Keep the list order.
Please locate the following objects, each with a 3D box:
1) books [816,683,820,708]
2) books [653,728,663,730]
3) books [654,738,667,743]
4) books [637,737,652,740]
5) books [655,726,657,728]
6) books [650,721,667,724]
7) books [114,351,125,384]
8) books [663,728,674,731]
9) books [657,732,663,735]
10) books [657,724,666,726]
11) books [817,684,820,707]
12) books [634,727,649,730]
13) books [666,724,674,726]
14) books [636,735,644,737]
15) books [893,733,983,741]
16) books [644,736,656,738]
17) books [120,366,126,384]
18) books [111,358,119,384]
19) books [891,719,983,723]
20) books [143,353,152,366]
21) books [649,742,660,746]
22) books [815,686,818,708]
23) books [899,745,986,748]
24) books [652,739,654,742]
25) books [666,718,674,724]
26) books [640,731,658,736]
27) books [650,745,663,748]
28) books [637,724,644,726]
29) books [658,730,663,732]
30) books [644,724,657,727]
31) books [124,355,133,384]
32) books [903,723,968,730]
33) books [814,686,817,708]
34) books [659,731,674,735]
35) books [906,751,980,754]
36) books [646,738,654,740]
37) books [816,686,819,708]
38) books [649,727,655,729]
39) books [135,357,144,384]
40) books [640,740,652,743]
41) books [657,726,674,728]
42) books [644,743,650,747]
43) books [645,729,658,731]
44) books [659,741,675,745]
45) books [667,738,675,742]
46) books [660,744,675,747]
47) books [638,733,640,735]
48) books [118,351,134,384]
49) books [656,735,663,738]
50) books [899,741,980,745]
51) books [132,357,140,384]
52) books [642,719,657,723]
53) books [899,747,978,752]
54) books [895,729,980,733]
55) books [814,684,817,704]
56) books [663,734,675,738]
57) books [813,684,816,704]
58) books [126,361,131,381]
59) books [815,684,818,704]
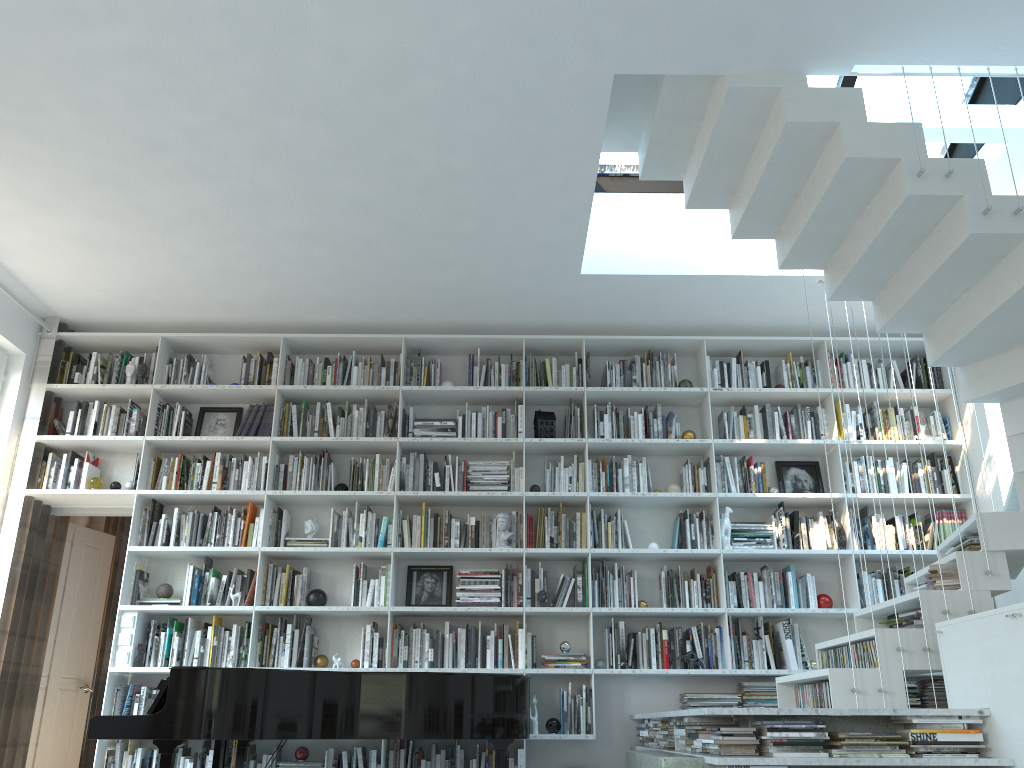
[{"bbox_3d":[1.570,1.542,4.370,0.125,0.124,0.007,0,-21,0],"label":"books"},{"bbox_3d":[0.874,1.889,4.858,0.167,0.008,0.235,1,-21,-1],"label":"books"},{"bbox_3d":[0.869,1.945,4.837,0.164,0.023,0.243,-1,-21,3],"label":"books"},{"bbox_3d":[0.861,2.157,5.396,0.175,0.017,0.266,-1,-21,2],"label":"books"},{"bbox_3d":[0.880,1.881,4.861,0.160,0.010,0.180,0,-21,0],"label":"books"},{"bbox_3d":[0.867,1.857,4.870,0.165,0.015,0.244,2,-21,-5],"label":"books"},{"bbox_3d":[-2.756,-0.065,6.259,0.014,0.303,0.146,0,-21,0],"label":"books"},{"bbox_3d":[0.873,1.788,4.587,0.161,0.012,0.255,-1,-21,3],"label":"books"},{"bbox_3d":[0.885,1.911,4.850,0.150,0.013,0.216,0,-21,0],"label":"books"},{"bbox_3d":[0.880,1.870,4.865,0.149,0.013,0.221,-1,-21,2],"label":"books"},{"bbox_3d":[1.570,1.539,4.363,0.125,0.125,0.010,0,-21,0],"label":"books"},{"bbox_3d":[0.859,2.105,5.415,0.171,0.015,0.254,2,-21,-5],"label":"books"},{"bbox_3d":[0.892,1.768,4.595,0.128,0.013,0.297,1,-21,-2],"label":"books"},{"bbox_3d":[0.865,2.143,5.401,0.179,0.012,0.262,0,-21,0],"label":"books"},{"bbox_3d":[1.690,1.405,3.532,0.284,0.030,0.177,0,-21,1],"label":"books"},{"bbox_3d":[0.871,2.041,5.127,0.163,0.008,0.296,1,-21,-2],"label":"books"},{"bbox_3d":[-2.709,-0.011,6.239,0.024,0.186,0.160,0,-21,0],"label":"books"},{"bbox_3d":[-2.779,-0.039,6.264,0.030,0.256,0.130,0,-21,0],"label":"books"},{"bbox_3d":[1.690,1.347,3.541,0.285,0.013,0.181,2,-21,-5],"label":"books"},{"bbox_3d":[-2.582,-0.054,6.269,0.013,0.290,0.155,0,-21,0],"label":"books"},{"bbox_3d":[0.860,1.961,4.831,0.190,0.012,0.236,1,-21,-2],"label":"books"},{"bbox_3d":[1.570,1.550,4.392,0.125,0.125,0.008,0,-21,0],"label":"books"},{"bbox_3d":[1.690,1.432,3.509,0.281,0.008,0.182,-1,-21,4],"label":"books"},{"bbox_3d":[0.887,2.063,5.119,0.131,0.021,0.241,0,-21,2],"label":"books"},{"bbox_3d":[0.881,1.749,4.602,0.139,0.028,0.263,-1,-21,4],"label":"books"},{"bbox_3d":[0.857,2.023,5.134,0.189,0.029,0.238,1,-21,-3],"label":"books"},{"bbox_3d":[0.865,1.972,4.826,0.183,0.012,0.297,1,-21,-1],"label":"books"},{"bbox_3d":[0.869,2.085,5.423,0.159,0.011,0.247,1,-21,-3],"label":"books"},{"bbox_3d":[0.882,1.899,4.854,0.144,0.013,0.221,-1,-21,2],"label":"books"},{"bbox_3d":[0.873,1.983,5.149,0.163,0.018,0.291,1,-21,-1],"label":"books"},{"bbox_3d":[-2.690,-0.049,6.261,0.013,0.274,0.159,0,-21,0],"label":"books"},{"bbox_3d":[1.690,1.368,3.544,0.192,0.024,0.168,-1,-21,4],"label":"books"},{"bbox_3d":[1.570,1.555,4.406,0.125,0.125,0.009,0,-21,0],"label":"books"},{"bbox_3d":[0.870,1.801,4.582,0.179,0.017,0.294,0,-21,1],"label":"books"},{"bbox_3d":[1.690,1.461,3.519,0.259,0.009,0.153,1,-21,-3],"label":"books"},{"bbox_3d":[0.874,2.049,5.124,0.152,0.009,0.260,1,-21,-3],"label":"books"},{"bbox_3d":[1.570,1.544,4.377,0.125,0.124,0.007,0,-21,0],"label":"books"},{"bbox_3d":[0.874,1.997,5.144,0.143,0.012,0.265,-1,-21,4],"label":"books"},{"bbox_3d":[-2.603,-0.044,6.251,0.027,0.258,0.147,0,-21,0],"label":"books"},{"bbox_3d":[0.869,2.173,5.390,0.163,0.017,0.233,0,-21,2],"label":"books"},{"bbox_3d":[0.866,1.778,4.591,0.187,0.009,0.262,1,-21,-1],"label":"books"},{"bbox_3d":[0.868,2.081,5.112,0.173,0.016,0.234,1,-21,-1],"label":"books"},{"bbox_3d":[0.868,2.006,5.140,0.171,0.007,0.207,0,-21,2],"label":"books"},{"bbox_3d":[0.868,1.848,4.565,0.178,0.014,0.248,1,-21,-2],"label":"books"},{"bbox_3d":[0.891,1.834,4.570,0.138,0.017,0.238,1,-21,-1],"label":"books"},{"bbox_3d":[0.862,1.860,4.560,0.182,0.011,0.254,-1,-21,3],"label":"books"},{"bbox_3d":[0.872,2.133,5.405,0.156,0.009,0.288,1,-21,-2],"label":"books"},{"bbox_3d":[-2.735,-0.066,6.271,0.029,0.313,0.129,0,-21,0],"label":"books"},{"bbox_3d":[0.881,1.926,4.844,0.154,0.018,0.221,1,-21,-1],"label":"books"},{"bbox_3d":[1.690,1.429,3.532,0.268,0.014,0.160,1,-21,-1],"label":"books"},{"bbox_3d":[-2.627,-0.040,6.253,0.021,0.252,0.180,0,-21,0],"label":"books"},{"bbox_3d":[0.864,1.959,5.158,0.171,0.020,0.194,2,-21,-5],"label":"books"},{"bbox_3d":[1.690,1.452,3.529,0.262,0.016,0.132,2,-21,-5],"label":"books"},{"bbox_3d":[1.690,1.383,3.532,0.261,0.012,0.180,-1,-21,3],"label":"books"},{"bbox_3d":[1.570,1.553,4.398,0.125,0.124,0.007,0,-21,0],"label":"books"},{"bbox_3d":[0.879,1.818,4.576,0.159,0.018,0.203,1,-21,-2],"label":"books"},{"bbox_3d":[1.570,1.558,4.413,0.125,0.125,0.008,0,-21,0],"label":"books"},{"bbox_3d":[-2.673,-0.027,6.251,0.021,0.225,0.157,0,-21,0],"label":"books"},{"bbox_3d":[1.570,1.547,4.385,0.125,0.124,0.007,0,-21,0],"label":"books"}]
